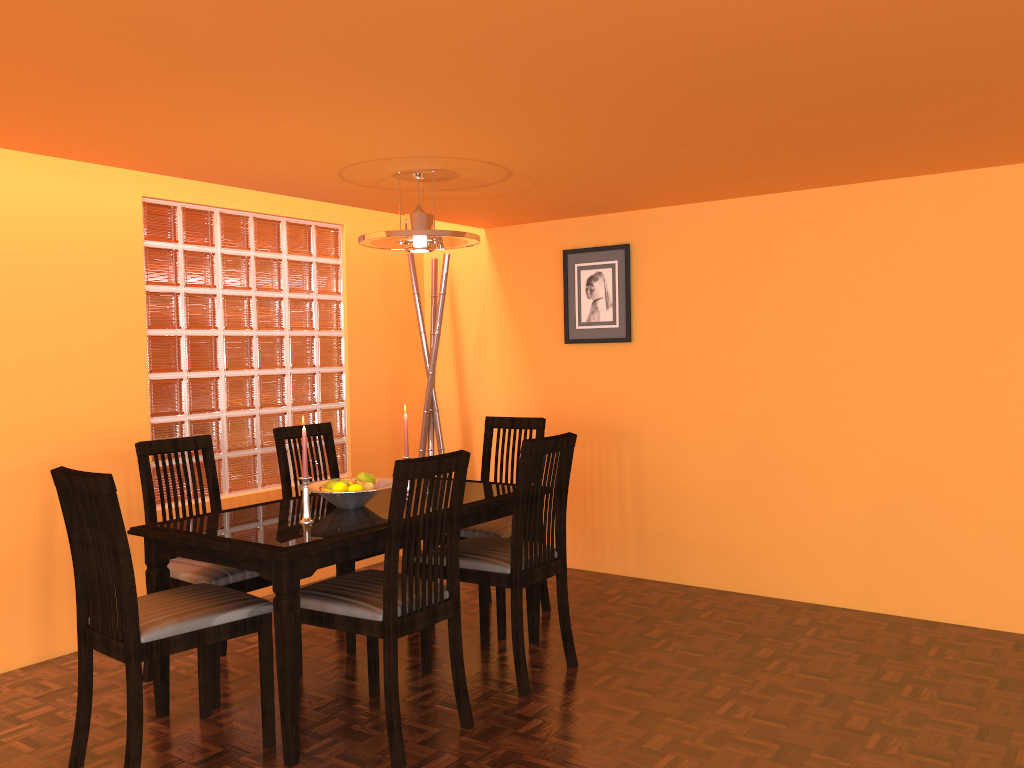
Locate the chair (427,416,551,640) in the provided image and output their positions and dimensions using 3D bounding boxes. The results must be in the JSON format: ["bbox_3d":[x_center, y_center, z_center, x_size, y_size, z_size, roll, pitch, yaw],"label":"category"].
[{"bbox_3d":[-0.082,0.550,3.570,0.373,0.809,0.465,0,2,30],"label":"chair"}]

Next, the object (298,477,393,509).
[{"bbox_3d":[-0.532,0.367,2.922,0.337,0.072,0.337,-1,2,2],"label":"object"}]

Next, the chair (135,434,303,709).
[{"bbox_3d":[-0.993,0.590,2.966,0.465,0.809,0.373,0,3,35],"label":"chair"}]

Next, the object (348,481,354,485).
[{"bbox_3d":[-0.545,0.354,2.978,0.045,0.056,0.047,1,3,42],"label":"object"}]

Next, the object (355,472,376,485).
[{"bbox_3d":[-0.493,0.329,2.982,0.069,0.066,0.069,-3,3,-45],"label":"object"}]

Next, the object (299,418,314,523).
[{"bbox_3d":[-0.620,0.252,2.657,0.044,0.326,0.044,0,2,24],"label":"object"}]

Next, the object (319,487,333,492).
[{"bbox_3d":[-0.551,0.361,2.872,0.150,0.052,0.066,-1,2,-6],"label":"object"}]

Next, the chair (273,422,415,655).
[{"bbox_3d":[-0.659,0.566,3.436,0.465,0.809,0.373,0,3,35],"label":"chair"}]

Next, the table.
[{"bbox_3d":[-0.491,0.693,2.960,0.697,0.584,1.259,0,3,35],"label":"table"}]

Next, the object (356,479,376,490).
[{"bbox_3d":[-0.474,0.344,2.905,0.055,0.070,0.066,-1,2,17],"label":"object"}]

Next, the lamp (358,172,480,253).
[{"bbox_3d":[-0.333,-0.612,3.173,0.435,0.274,0.435,-3,2,-32],"label":"lamp"}]

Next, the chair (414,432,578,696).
[{"bbox_3d":[-0.035,0.570,2.991,0.465,0.809,0.373,0,3,35],"label":"chair"}]

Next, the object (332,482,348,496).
[{"bbox_3d":[-0.548,0.336,2.826,0.046,0.046,0.055,0,2,18],"label":"object"}]

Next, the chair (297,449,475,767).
[{"bbox_3d":[-0.369,0.594,2.521,0.465,0.809,0.373,0,3,35],"label":"chair"}]

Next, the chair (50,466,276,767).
[{"bbox_3d":[-0.935,0.611,2.383,0.373,0.809,0.465,1,3,40],"label":"chair"}]

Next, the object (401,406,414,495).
[{"bbox_3d":[-0.375,0.229,3.147,0.044,0.326,0.044,0,2,24],"label":"object"}]

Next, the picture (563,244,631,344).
[{"bbox_3d":[0.401,-0.422,4.213,0.361,0.456,0.014,0,3,35],"label":"picture"}]

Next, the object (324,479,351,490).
[{"bbox_3d":[-0.573,0.353,2.917,0.089,0.076,0.087,1,3,42],"label":"object"}]

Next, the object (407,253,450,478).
[{"bbox_3d":[-0.395,0.135,4.501,0.226,1.589,0.308,-3,2,-32],"label":"object"}]

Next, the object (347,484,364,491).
[{"bbox_3d":[-0.504,0.346,2.850,0.055,0.046,0.046,-1,2,-2],"label":"object"}]
